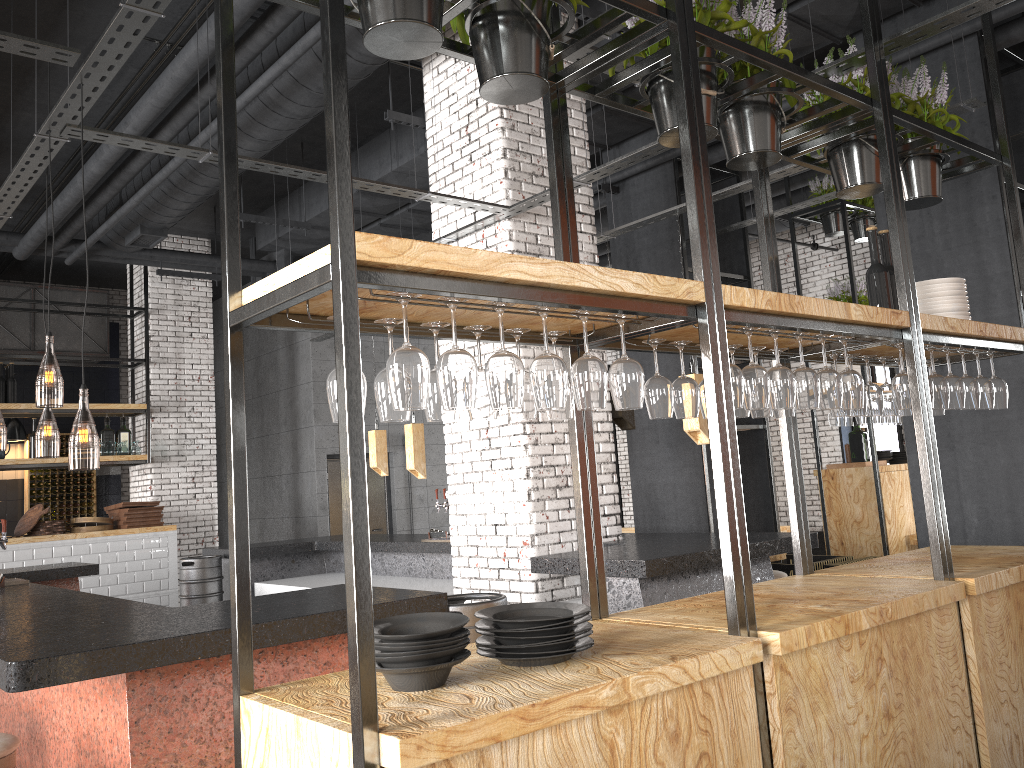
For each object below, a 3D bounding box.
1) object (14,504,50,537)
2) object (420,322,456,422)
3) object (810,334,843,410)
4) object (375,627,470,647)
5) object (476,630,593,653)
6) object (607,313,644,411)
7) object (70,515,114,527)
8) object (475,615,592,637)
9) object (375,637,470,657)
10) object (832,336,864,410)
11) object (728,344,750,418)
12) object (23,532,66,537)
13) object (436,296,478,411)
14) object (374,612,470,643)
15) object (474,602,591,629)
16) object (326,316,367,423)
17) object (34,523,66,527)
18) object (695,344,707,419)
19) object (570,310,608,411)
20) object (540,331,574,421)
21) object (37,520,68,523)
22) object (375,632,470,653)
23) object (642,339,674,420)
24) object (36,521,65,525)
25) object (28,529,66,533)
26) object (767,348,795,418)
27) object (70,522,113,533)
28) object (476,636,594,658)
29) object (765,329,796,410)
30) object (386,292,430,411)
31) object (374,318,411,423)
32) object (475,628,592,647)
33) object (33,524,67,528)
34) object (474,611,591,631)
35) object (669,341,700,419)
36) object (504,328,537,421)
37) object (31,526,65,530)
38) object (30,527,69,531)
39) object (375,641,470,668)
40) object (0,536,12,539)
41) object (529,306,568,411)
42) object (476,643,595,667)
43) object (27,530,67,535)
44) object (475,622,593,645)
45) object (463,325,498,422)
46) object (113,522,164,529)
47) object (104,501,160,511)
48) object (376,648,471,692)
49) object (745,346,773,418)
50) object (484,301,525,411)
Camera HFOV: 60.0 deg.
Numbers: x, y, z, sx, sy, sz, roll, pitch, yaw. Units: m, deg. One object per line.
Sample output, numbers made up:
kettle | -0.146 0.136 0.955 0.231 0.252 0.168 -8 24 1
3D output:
object | -5.102 1.446 9.404 0.487 0.339 0.241 -9 -9 35
object | -0.203 -0.032 2.437 0.101 0.268 0.100 -6 -8 13
object | 1.124 -0.043 3.170 0.101 0.268 0.100 0 -8 -26
object | -0.226 0.625 2.100 0.257 0.072 0.256 1 -9 -40
object | 0.060 0.672 2.303 0.306 0.044 0.305 1 -8 -39
object | 0.319 -0.062 2.503 0.101 0.268 0.100 -3 -8 -9
object | -4.664 1.517 9.847 0.437 0.154 0.439 -5 -7 7
object | 0.057 0.634 2.309 0.306 0.037 0.305 1 -8 -39
object | -0.225 0.647 2.097 0.257 0.075 0.256 -2 -7 -14
object | 1.237 -0.040 3.265 0.101 0.268 0.100 0 -8 -26
object | 0.829 -0.008 3.293 0.101 0.268 0.100 0 -8 -26
object | -5.018 1.620 9.582 0.458 0.019 0.406 -4 -6 -5
object | -0.135 -0.072 2.126 0.101 0.268 0.100 -6 -8 13
object | -0.227 0.600 2.103 0.257 0.076 0.256 -4 -7 -3
object | 0.055 0.608 2.314 0.305 0.040 0.305 -8 -8 33
object | -0.423 -0.037 2.255 0.101 0.268 0.100 -6 -8 13
object | -5.021 1.524 9.597 0.458 0.019 0.406 -4 -6 2
object | 0.716 -0.011 3.199 0.101 0.268 0.100 0 -8 -26
object | 0.205 -0.064 2.408 0.101 0.268 0.100 -6 -8 13
object | 0.137 -0.024 2.720 0.101 0.268 0.100 -3 -8 -9
object | -5.042 1.492 9.585 0.406 0.019 0.457 -5 -6 7
object | -0.225 0.630 2.098 0.257 0.072 0.256 -7 -7 22
object | 0.496 -0.016 3.017 0.101 0.268 0.100 0 -8 -26
object | -5.028 1.508 9.596 0.458 0.019 0.405 -3 -6 -7
object | -5.025 1.588 9.584 0.458 0.019 0.405 -3 -7 -12
object | 1.056 -0.003 3.482 0.101 0.268 0.100 0 -8 -26
object | -4.660 1.583 9.834 0.437 0.097 0.436 -2 -7 -15
object | 0.061 0.687 2.301 0.306 0.041 0.305 -1 -7 -23
object | 0.897 -0.048 2.982 0.101 0.268 0.100 0 -8 -26
object | -0.241 -0.075 2.038 0.101 0.268 0.100 -6 -8 13
object | -0.317 -0.035 2.343 0.101 0.268 0.100 -6 -8 13
object | 0.058 0.663 2.304 0.305 0.046 0.305 -5 -7 8
object | -5.040 1.539 9.577 0.407 0.019 0.457 -4 -6 3
object | 0.055 0.623 2.311 0.305 0.049 0.305 -2 -7 -15
object | 0.602 -0.013 3.105 0.101 0.268 0.100 0 -8 -26
object | 0.024 -0.027 2.626 0.101 0.268 0.100 -6 -8 13
object | -5.043 1.553 9.556 0.407 0.019 0.457 -1 -7 -26
object | -5.031 1.572 9.581 0.406 0.019 0.457 -6 -7 18
object | -0.225 0.655 2.095 0.257 0.076 0.256 1 -9 -40
object | -5.381 1.600 9.182 0.407 0.019 0.457 -4 -6 2
object | 0.092 -0.067 2.314 0.101 0.268 0.100 -6 -8 13
object | 0.061 0.698 2.300 0.306 0.035 0.305 -4 -6 -2
object | -5.002 1.603 9.589 0.458 0.019 0.406 -7 -7 22
object | 0.058 0.649 2.307 0.305 0.042 0.305 -5 -7 7
object | -0.090 -0.030 2.531 0.101 0.268 0.100 -6 -8 13
object | -4.300 1.616 10.113 0.405 0.044 0.634 2 -9 -44
object | -4.316 1.387 10.062 0.406 0.094 0.635 2 -9 -42
object | -0.223 0.678 2.092 0.256 0.068 0.257 -10 -9 42
object | 0.942 -0.006 3.388 0.101 0.268 0.100 0 -8 -26
object | -0.021 -0.070 2.220 0.101 0.268 0.100 -6 -8 13
